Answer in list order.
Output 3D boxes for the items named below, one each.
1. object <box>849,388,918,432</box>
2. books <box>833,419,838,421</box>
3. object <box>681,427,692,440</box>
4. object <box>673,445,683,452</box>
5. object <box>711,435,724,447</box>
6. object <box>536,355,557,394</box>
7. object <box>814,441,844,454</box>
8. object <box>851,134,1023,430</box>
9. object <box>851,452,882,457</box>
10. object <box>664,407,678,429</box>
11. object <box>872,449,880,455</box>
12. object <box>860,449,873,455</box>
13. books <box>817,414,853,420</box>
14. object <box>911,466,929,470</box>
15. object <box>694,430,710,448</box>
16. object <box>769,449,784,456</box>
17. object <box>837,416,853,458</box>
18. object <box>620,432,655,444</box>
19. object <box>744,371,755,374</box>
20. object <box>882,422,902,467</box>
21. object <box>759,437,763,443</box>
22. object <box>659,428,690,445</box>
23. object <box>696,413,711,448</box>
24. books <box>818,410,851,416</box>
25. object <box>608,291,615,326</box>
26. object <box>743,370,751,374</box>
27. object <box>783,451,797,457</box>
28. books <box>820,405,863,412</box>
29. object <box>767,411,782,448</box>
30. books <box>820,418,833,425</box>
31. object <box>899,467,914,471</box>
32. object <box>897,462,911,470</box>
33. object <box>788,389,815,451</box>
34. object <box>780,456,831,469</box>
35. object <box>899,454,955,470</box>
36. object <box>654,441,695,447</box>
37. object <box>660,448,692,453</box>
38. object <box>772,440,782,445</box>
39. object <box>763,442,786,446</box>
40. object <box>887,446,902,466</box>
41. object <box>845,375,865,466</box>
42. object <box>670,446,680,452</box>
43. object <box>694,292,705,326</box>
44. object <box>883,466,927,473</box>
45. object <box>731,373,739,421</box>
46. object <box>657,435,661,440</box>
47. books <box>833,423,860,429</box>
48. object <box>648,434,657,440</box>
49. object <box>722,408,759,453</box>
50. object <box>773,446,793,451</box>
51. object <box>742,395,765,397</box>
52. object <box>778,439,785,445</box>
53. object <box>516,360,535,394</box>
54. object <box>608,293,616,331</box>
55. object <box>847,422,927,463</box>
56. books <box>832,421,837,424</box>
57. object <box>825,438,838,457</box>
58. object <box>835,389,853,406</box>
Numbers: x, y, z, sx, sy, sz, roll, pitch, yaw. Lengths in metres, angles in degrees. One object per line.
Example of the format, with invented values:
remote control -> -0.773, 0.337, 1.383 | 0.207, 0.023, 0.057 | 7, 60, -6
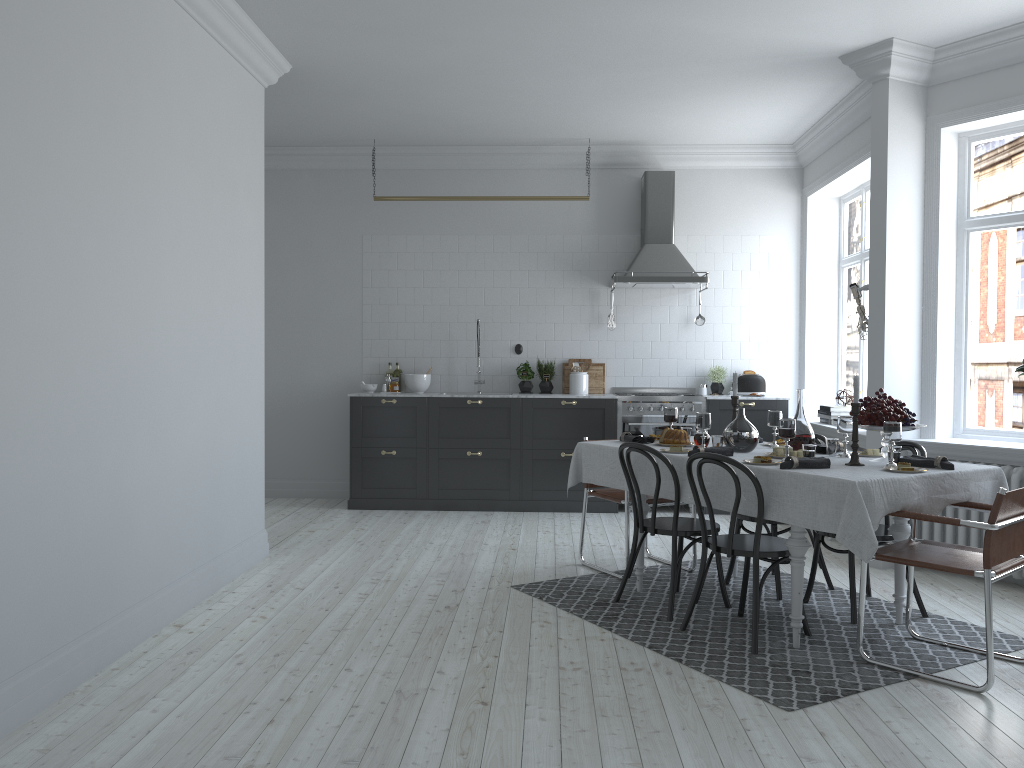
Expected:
object -> 1.861, 0.129, 4.401 | 0.347, 0.215, 0.318 | -1, 2, -35
books -> 2.709, 0.292, 6.955 | 0.274, 0.016, 0.341 | 0, 1, 4
object -> 1.055, 0.312, 5.378 | 0.066, 0.094, 0.066 | 0, 1, -9
object -> 0.905, 0.352, 4.850 | 0.057, 0.037, 0.021 | 1, 1, 21
object -> 1.109, 0.327, 4.785 | 0.066, 0.094, 0.066 | 0, 1, -9
object -> 0.317, -0.092, 8.311 | 0.196, 0.367, 0.186 | -1, 2, -43
object -> 1.722, 0.347, 4.878 | 0.165, 0.061, 0.247 | 2, 2, 42
object -> -8.779, -1.076, 4.072 | 72.085, 19.432, 33.873 | -1, 2, -33
object -> 1.892, 0.375, 4.702 | 0.182, 0.013, 0.182 | 0, 1, 2
object -> 0.972, 0.252, 5.426 | 0.083, 0.215, 0.083 | 1, 1, 7
object -> 1.910, 0.362, 4.717 | 0.040, 0.039, 0.077 | 0, 2, -28
object -> 1.872, 0.361, 4.697 | 0.039, 0.040, 0.078 | 0, 2, -23
books -> 2.711, 0.269, 7.335 | 0.259, 0.031, 0.328 | 0, 1, 0
object -> 1.889, 0.389, 4.143 | 0.031, 0.012, 0.131 | -1, 2, -35
object -> 1.090, 0.316, 5.091 | 0.091, 0.101, 0.091 | -1, 2, -43
object -> 1.359, 0.350, 4.557 | 0.039, 0.040, 0.078 | 0, 2, -23
object -> 1.732, 0.276, 4.606 | 0.083, 0.215, 0.083 | 0, 1, -2
object -> 0.715, 0.329, 5.373 | 0.247, 0.061, 0.165 | 2, 2, 42
object -> 2.198, -0.067, 8.195 | 0.107, 0.110, 0.010 | 1, 1, 7
object -> 1.786, 0.287, 4.169 | 0.083, 0.215, 0.083 | 1, 1, 7
object -> 1.404, 0.332, 5.403 | 0.165, 0.061, 0.247 | 2, 2, 42
object -> 0.955, 0.313, 5.224 | 0.191, 0.105, 0.164 | 1, 1, 22
object -> 1.049, 0.266, 4.860 | 0.083, 0.215, 0.083 | 1, 1, 7
books -> 2.723, 0.238, 7.322 | 0.287, 0.031, 0.351 | 0, 1, 2
object -> 0.933, -0.713, 8.321 | 0.066, 0.332, 0.024 | 1, 1, 7
object -> 2.208, -0.073, 8.272 | 0.107, 0.110, 0.010 | 1, 1, 7
object -> 1.419, 0.362, 4.539 | 0.077, 0.040, 0.040 | 1, 1, 22
books -> 2.719, 0.204, 7.334 | 0.259, 0.038, 0.325 | 0, 1, 4
object -> 1.511, 0.263, 5.099 | 0.083, 0.215, 0.083 | 1, 1, 7
books -> 2.720, 0.307, 7.324 | 0.259, 0.044, 0.351 | 0, 1, 4
object -> 1.787, 0.386, 4.018 | 0.057, 0.021, 0.037 | 0, 1, 2
object -> 1.795, 0.377, 4.060 | 0.057, 0.037, 0.021 | 1, 2, 23
object -> 1.551, 0.203, 4.768 | 0.152, 0.352, 0.152 | -1, 2, -37
object -> 1.369, 0.363, 4.112 | 0.165, 0.061, 0.247 | 2, 2, 42
object -> 1.986, 0.365, 4.205 | 0.247, 0.061, 0.165 | 2, 2, 42
object -> 0.964, 0.355, 5.231 | 0.251, 0.018, 0.251 | 0, 1, 2
object -> 0.898, 0.365, 4.831 | 0.182, 0.013, 0.182 | 1, 1, 17
object -> 1.559, 0.346, 5.210 | 0.038, 0.041, 0.057 | 2, 2, 44
object -> 1.579, 0.360, 5.238 | 0.182, 0.013, 0.182 | 0, 1, 2
object -> 1.827, 0.345, 4.241 | 0.066, 0.094, 0.066 | 0, 1, -9
object -> 1.646, 0.174, 4.249 | 0.089, 0.432, 0.089 | 1, 2, 25
object -> 0.887, 0.353, 4.822 | 0.057, 0.037, 0.021 | 0, 1, -7
object -> 1.756, -0.707, 8.278 | 0.101, 0.331, 0.030 | 1, 1, 13
object -> 1.785, 0.390, 4.029 | 0.182, 0.013, 0.182 | 1, 1, 12
object -> 1.273, 0.152, 5.064 | 0.089, 0.432, 0.089 | 1, 2, 25
object -> 0.932, 0.335, 5.527 | 0.036, 0.039, 0.051 | 2, 2, 42
books -> 2.698, 0.328, 6.954 | 0.254, 0.019, 0.343 | 0, 1, 2
object -> 0.880, 0.333, 5.553 | 0.038, 0.041, 0.057 | 1, 2, 36
object -> 1.244, 0.253, 4.821 | 0.194, 0.245, 0.194 | 0, 1, -14
object -> 1.412, 0.353, 4.621 | 0.100, 0.056, 0.056 | 1, 1, 19
object -> 2.168, 0.107, 7.972 | 0.209, 0.011, 0.209 | 2, 2, 40
object -> 1.596, 0.346, 5.267 | 0.036, 0.039, 0.051 | 0, 1, -20
object -> 0.123, -0.065, 8.334 | 0.172, 0.311, 0.179 | 1, 1, 13
object -> 0.933, -0.688, 8.289 | 0.074, 0.381, 0.076 | 0, 1, -17
object -> 1.862, 0.293, 4.416 | 0.367, 0.188, 0.367 | 2, 2, 44
books -> 2.700, 0.309, 6.959 | 0.254, 0.019, 0.337 | 0, 1, 1
object -> 1.679, 0.333, 4.658 | 0.066, 0.094, 0.066 | 1, 1, 14
object -> 2.755, 0.112, 7.342 | 0.147, 0.148, 0.147 | 0, 1, -7
